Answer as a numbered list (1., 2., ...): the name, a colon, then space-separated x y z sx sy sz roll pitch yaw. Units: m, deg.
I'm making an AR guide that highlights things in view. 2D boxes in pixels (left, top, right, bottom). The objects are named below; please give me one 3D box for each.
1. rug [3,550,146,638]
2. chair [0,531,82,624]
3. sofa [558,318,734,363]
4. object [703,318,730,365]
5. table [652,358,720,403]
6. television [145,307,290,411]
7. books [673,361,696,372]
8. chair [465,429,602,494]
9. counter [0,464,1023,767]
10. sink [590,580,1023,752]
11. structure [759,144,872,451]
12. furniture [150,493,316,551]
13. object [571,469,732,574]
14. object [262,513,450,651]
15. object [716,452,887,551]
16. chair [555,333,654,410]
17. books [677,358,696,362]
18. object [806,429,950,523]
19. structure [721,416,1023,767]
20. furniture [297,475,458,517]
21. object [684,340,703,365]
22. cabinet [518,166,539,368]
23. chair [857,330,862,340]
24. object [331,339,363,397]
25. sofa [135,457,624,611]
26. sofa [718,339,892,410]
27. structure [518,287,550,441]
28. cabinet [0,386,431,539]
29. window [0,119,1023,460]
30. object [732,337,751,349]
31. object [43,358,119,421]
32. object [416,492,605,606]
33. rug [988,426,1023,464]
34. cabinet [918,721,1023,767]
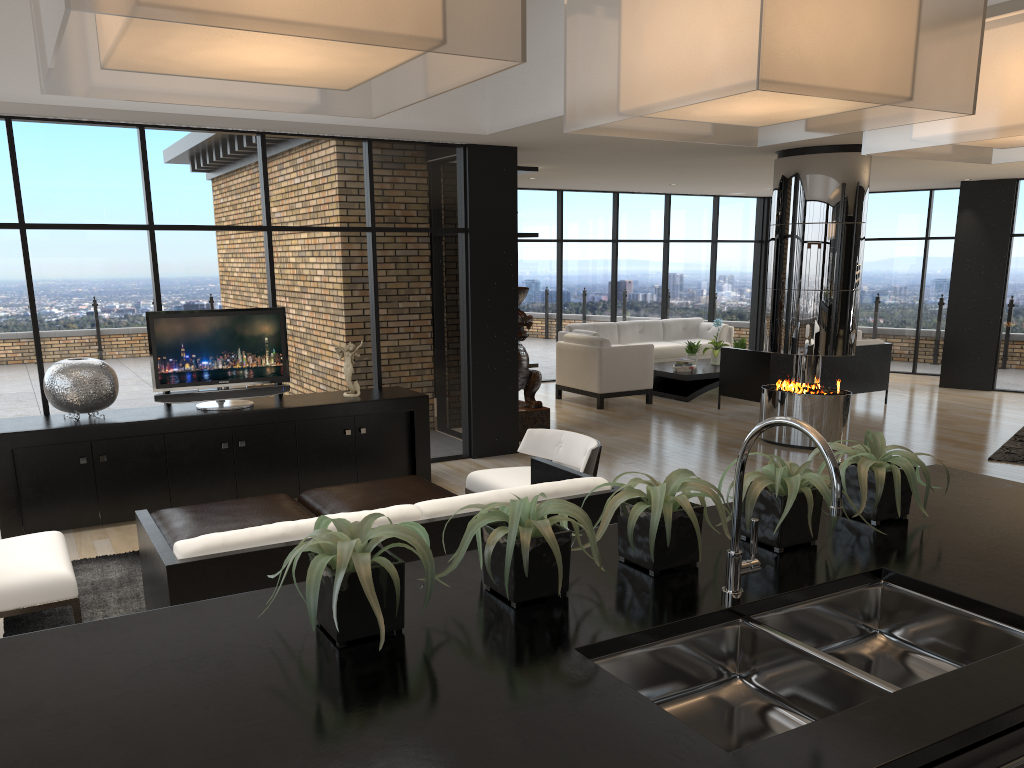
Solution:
1. rug: -1.071 1.148 4.882 3.019 0.012 2.448 -5 9 -28
2. chair: -2.458 0.920 4.170 0.681 0.688 0.794 -6 12 -29
3. sofa: 2.049 -0.509 13.278 2.682 0.872 0.843 -5 12 -29
4. object: 2.810 -0.579 12.018 0.355 0.643 0.363 -3 12 -10
5. table: 2.746 -0.087 12.101 2.022 0.358 1.248 -5 10 -29
6. television: -2.121 -0.188 6.458 0.932 0.725 0.401 -2 12 -11
7. books: 2.238 -0.233 11.440 0.307 0.129 0.220 1 10 9
8. chair: 0.184 0.687 5.671 0.681 0.688 0.794 -6 12 -29
9. counter: 0.450 0.487 1.904 3.100 0.032 1.164 -5 9 -29
10. sink: 0.607 0.607 1.744 0.918 0.163 0.454 -5 10 -29
11. structure: 2.841 -0.779 8.367 0.581 2.796 0.882 -12 17 -41
12. furniture: -1.480 0.921 4.796 0.823 0.492 0.816 -6 11 -29
13. object: 0.317 0.326 2.145 0.406 0.221 0.390 -1 9 -5
14. object: -0.318 0.390 1.727 0.397 0.221 0.399 -1 9 -5
15. object: 0.706 0.285 2.330 0.397 0.244 0.399 -1 10 -5
16. chair: 1.174 -0.204 11.192 0.850 0.872 0.988 -6 12 -29
17. books: 2.253 -0.307 11.416 0.153 0.027 0.183 -7 11 -38
18. object: 1.074 0.257 2.507 0.406 0.244 0.390 -1 10 -5
19. structure: 0.597 0.594 1.673 2.763 1.039 0.646 -5 13 -29
20. furniture: -0.741 0.857 5.205 0.823 0.492 0.816 -6 11 -29
21. object: 2.426 -0.419 11.871 0.283 0.377 0.211 5 13 23
22. cabinet: -0.849 -1.073 10.605 1.180 2.794 2.625 -7 13 -28
23. chair: 4.436 -0.485 12.993 0.850 0.872 0.988 -6 12 -29
24. object: -1.267 -0.127 6.907 0.255 0.468 0.104 -7 14 -28
25. sofa: -0.543 0.859 4.033 2.022 0.819 0.827 -5 12 -29
26. sofa: 3.551 -0.124 10.703 2.022 0.819 0.827 -5 12 -29
27. structure: -0.013 -0.264 9.040 0.514 1.625 0.720 -8 14 -29
28. cabinet: -2.127 0.534 6.609 3.025 0.755 0.612 -5 12 -29
29. window: 1.253 -1.641 7.079 15.753 4.878 10.032 -8 12 -42
30. object: 3.167 -0.481 12.267 0.282 0.377 0.212 9 15 38
31. object: -2.945 0.032 6.047 0.460 0.415 0.459 9 14 42
32. object: -0.010 0.343 1.959 0.406 0.244 0.390 -1 10 -5
33. rug: 6.479 0.573 8.528 2.699 0.011 3.679 6 10 37
34. cabinet: 0.454 1.019 2.028 3.100 1.058 1.163 -5 11 -29
